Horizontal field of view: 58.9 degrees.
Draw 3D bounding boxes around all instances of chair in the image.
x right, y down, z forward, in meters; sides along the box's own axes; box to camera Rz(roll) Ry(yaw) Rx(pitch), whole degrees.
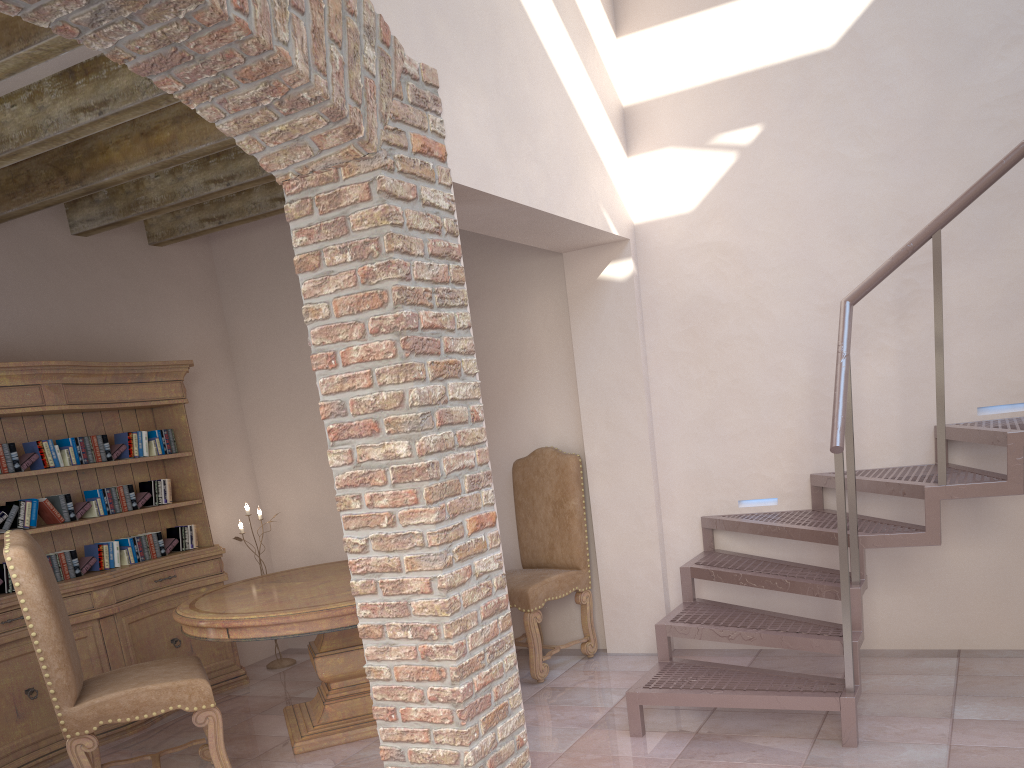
[{"bbox_3d":[-1.644,1.180,3.862,0.635,1.300,0.525,-11,11,-22],"label":"chair"},{"bbox_3d":[0.078,1.008,5.161,0.536,1.299,0.623,2,13,42],"label":"chair"}]

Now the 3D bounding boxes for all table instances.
[{"bbox_3d":[-0.856,1.369,4.631,1.518,0.774,1.477,-7,1,3],"label":"table"}]

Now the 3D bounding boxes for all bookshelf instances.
[{"bbox_3d":[-2.347,0.927,4.844,0.484,2.080,1.960,-1,8,28],"label":"bookshelf"}]

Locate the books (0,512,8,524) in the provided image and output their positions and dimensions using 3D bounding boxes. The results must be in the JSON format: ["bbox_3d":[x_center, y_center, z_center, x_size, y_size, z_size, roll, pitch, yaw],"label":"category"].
[{"bbox_3d":[-2.575,0.690,4.460,0.122,0.108,0.137,-5,4,27],"label":"books"}]

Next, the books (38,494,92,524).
[{"bbox_3d":[-2.385,0.662,4.820,0.122,0.151,0.283,-4,3,28],"label":"books"}]

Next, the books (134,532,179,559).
[{"bbox_3d":[-2.091,0.947,5.371,0.122,0.152,0.219,-4,4,28],"label":"books"}]

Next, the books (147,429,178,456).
[{"bbox_3d":[-2.097,0.349,5.374,0.135,0.150,0.176,-4,5,26],"label":"books"}]

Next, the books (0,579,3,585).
[{"bbox_3d":[-2.602,0.977,4.402,0.122,0.152,0.219,-4,4,28],"label":"books"}]

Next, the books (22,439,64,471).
[{"bbox_3d":[-2.437,0.369,4.728,0.122,0.153,0.130,-4,7,27],"label":"books"}]

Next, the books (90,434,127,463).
[{"bbox_3d":[-2.266,0.360,5.051,0.122,0.152,0.219,-4,4,28],"label":"books"}]

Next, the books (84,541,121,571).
[{"bbox_3d":[-2.270,0.956,5.032,0.122,0.155,0.157,-4,6,27],"label":"books"}]

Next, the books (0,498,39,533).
[{"bbox_3d":[-2.512,0.666,4.579,0.122,0.154,0.225,-4,4,28],"label":"books"}]

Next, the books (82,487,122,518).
[{"bbox_3d":[-2.280,0.655,5.023,0.135,0.150,0.176,-4,5,26],"label":"books"}]

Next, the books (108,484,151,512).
[{"bbox_3d":[-2.186,0.650,5.197,0.122,0.152,0.219,-4,4,28],"label":"books"}]

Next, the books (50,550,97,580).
[{"bbox_3d":[-2.354,0.963,4.873,0.122,0.152,0.219,-4,4,28],"label":"books"}]

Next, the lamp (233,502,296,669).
[{"bbox_3d":[-1.593,1.317,6.008,0.334,1.180,0.226,-14,13,-29],"label":"lamp"}]

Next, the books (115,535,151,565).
[{"bbox_3d":[-2.185,0.952,5.197,0.135,0.150,0.176,-4,5,26],"label":"books"}]

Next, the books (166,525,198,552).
[{"bbox_3d":[-2.008,0.941,5.529,0.122,0.155,0.157,-4,6,27],"label":"books"}]

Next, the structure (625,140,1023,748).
[{"bbox_3d":[0.984,-0.285,0.892,3.767,3.342,6.991,-5,2,28],"label":"structure"}]

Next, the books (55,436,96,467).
[{"bbox_3d":[-2.360,0.364,4.877,0.135,0.150,0.176,-4,5,26],"label":"books"}]

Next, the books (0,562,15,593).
[{"bbox_3d":[-2.519,0.971,4.561,0.122,0.155,0.157,-4,6,27],"label":"books"}]

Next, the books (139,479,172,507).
[{"bbox_3d":[-2.102,0.643,5.356,0.122,0.155,0.157,-4,6,27],"label":"books"}]

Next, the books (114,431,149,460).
[{"bbox_3d":[-2.183,0.353,5.209,0.122,0.155,0.157,-4,6,27],"label":"books"}]

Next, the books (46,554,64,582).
[{"bbox_3d":[-2.447,0.968,4.699,0.135,0.150,0.176,-4,5,26],"label":"books"}]

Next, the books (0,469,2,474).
[{"bbox_3d":[-2.610,0.379,4.404,0.135,0.150,0.176,-4,5,26],"label":"books"}]

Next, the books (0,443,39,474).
[{"bbox_3d":[-2.516,0.374,4.578,0.122,0.152,0.219,-4,4,28],"label":"books"}]
